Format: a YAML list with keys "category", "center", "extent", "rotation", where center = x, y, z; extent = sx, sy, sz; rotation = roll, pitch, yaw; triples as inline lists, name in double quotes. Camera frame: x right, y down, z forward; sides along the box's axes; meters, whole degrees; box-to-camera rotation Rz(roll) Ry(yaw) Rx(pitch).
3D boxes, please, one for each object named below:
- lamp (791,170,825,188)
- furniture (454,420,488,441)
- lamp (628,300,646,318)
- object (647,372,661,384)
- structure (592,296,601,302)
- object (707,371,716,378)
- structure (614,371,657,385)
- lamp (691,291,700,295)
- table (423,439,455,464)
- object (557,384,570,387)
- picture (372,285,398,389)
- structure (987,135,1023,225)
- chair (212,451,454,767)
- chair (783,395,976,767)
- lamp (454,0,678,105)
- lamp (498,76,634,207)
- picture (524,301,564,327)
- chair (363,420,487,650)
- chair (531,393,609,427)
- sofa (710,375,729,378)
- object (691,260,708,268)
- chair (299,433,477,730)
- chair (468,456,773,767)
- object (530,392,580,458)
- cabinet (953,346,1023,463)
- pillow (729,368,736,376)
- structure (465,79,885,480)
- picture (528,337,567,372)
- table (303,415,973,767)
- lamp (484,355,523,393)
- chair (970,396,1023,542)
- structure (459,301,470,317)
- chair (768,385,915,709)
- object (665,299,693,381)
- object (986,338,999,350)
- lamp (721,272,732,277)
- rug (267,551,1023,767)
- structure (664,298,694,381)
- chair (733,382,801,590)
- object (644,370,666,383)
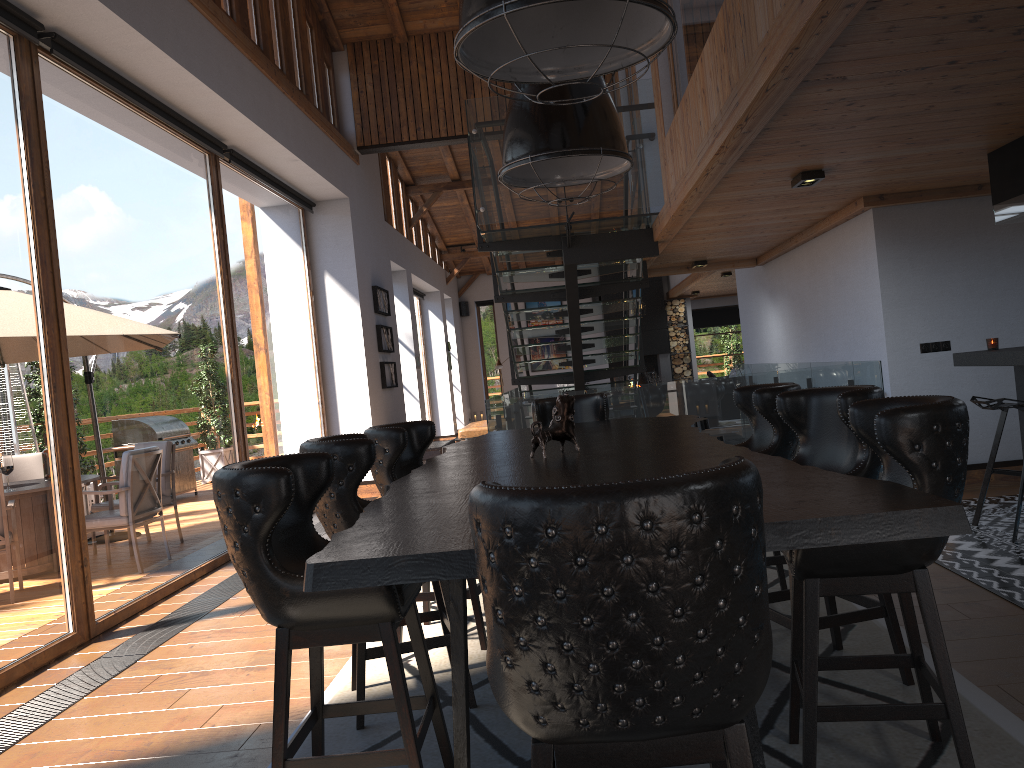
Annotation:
- category: "lamp"
  center: [1.942, -1.353, 5.825]
  extent: [0.155, 0.068, 0.261]
  rotation: [-6, 1, 3]
- category: "furniture"
  center: [-0.377, 0.922, 16.539]
  extent: [1.174, 0.436, 2.763]
  rotation: [-6, 1, 3]
- category: "lamp"
  center: [2.397, -2.393, 17.872]
  extent: [0.262, 2.201, 0.800]
  rotation: [-6, 0, -6]
- category: "object"
  center: [3.232, 0.233, 19.964]
  extent: [0.311, 1.017, 0.304]
  rotation: [-6, 0, -42]
- category: "structure"
  center: [1.960, -2.069, 20.688]
  extent: [0.213, 0.349, 0.214]
  rotation: [-6, 0, 3]
- category: "object"
  center: [4.364, -0.132, 19.340]
  extent: [0.147, 0.319, 0.251]
  rotation: [-6, 0, 44]
- category: "structure"
  center: [2.849, 0.014, 20.352]
  extent: [0.981, 0.514, 0.183]
  rotation: [-6, 0, 2]
- category: "lamp"
  center: [4.052, -2.018, 19.580]
  extent: [0.155, 0.068, 0.261]
  rotation: [-6, 1, 3]
- category: "table"
  center: [-1.134, 1.036, 11.623]
  extent: [0.683, 0.470, 1.256]
  rotation: [-6, 1, 3]
- category: "object"
  center: [1.202, 0.146, 20.462]
  extent: [0.262, 0.532, 0.422]
  rotation: [-6, 0, -28]
- category: "picture"
  center: [-1.658, -0.600, 11.612]
  extent: [0.059, 1.312, 0.775]
  rotation: [-6, 0, 4]
- category: "structure"
  center: [3.358, -1.275, 4.112]
  extent: [0.710, 0.476, 3.254]
  rotation: [-6, 1, 4]
- category: "chair"
  center: [-0.513, 0.750, 2.560]
  extent: [0.568, 1.092, 0.504]
  rotation: [-6, 0, 2]
- category: "chair"
  center: [1.051, 0.601, 2.554]
  extent: [0.565, 1.092, 0.506]
  rotation: [-6, 0, 12]
- category: "lamp"
  center: [-0.074, -3.135, 2.470]
  extent: [0.629, 4.685, 0.613]
  rotation: [-6, 0, -42]
- category: "lamp"
  center: [0.024, -3.162, 4.061]
  extent: [0.629, 4.685, 0.613]
  rotation: [-6, 0, -42]
- category: "picture"
  center: [0.750, -1.714, 20.813]
  extent: [0.878, 0.816, 0.036]
  rotation: [-6, 0, 2]
- category: "chair"
  center: [-0.388, 0.728, 4.341]
  extent: [0.565, 1.092, 0.506]
  rotation: [-6, 0, 12]
- category: "chair"
  center: [0.419, 0.623, 5.611]
  extent: [0.504, 1.092, 0.568]
  rotation: [-6, 0, 2]
- category: "sofa"
  center: [4.549, 0.208, 17.792]
  extent: [1.238, 0.838, 2.568]
  rotation: [-6, 1, 3]
- category: "object"
  center: [2.232, -1.433, 10.564]
  extent: [0.155, 0.068, 0.261]
  rotation: [-6, 1, 3]
- category: "chair"
  center: [-0.503, 0.739, 3.524]
  extent: [0.571, 1.092, 0.501]
  rotation: [-6, 0, -13]
- category: "chair"
  center: [0.226, 0.686, 1.584]
  extent: [0.504, 1.092, 0.568]
  rotation: [-6, 0, 2]
- category: "object"
  center: [0.162, 0.167, 3.573]
  extent: [0.223, 0.253, 0.114]
  rotation: [-6, 0, -35]
- category: "cabinet"
  center: [3.498, 0.326, 3.925]
  extent: [0.888, 1.103, 4.807]
  rotation: [-6, 1, 4]
- category: "pillow"
  center: [4.596, -0.114, 18.273]
  extent: [0.282, 0.469, 0.530]
  rotation: [-6, 0, 6]
- category: "structure"
  center: [-1.182, 0.913, 9.017]
  extent: [9.200, 6.398, 11.039]
  rotation: [-6, 0, 3]
- category: "picture"
  center: [0.850, -0.725, 20.812]
  extent: [0.878, 0.816, 0.036]
  rotation: [-6, 0, 2]
- category: "table"
  center: [0.332, 0.745, 3.616]
  extent: [1.428, 0.949, 3.801]
  rotation: [-6, 1, 3]
- category: "lamp"
  center: [-0.148, 0.134, 19.704]
  extent: [0.522, 1.899, 1.334]
  rotation: [-6, 0, 24]
- category: "chair"
  center: [3.122, 0.479, 5.423]
  extent: [0.469, 0.839, 0.539]
  rotation: [-6, 0, 3]
- category: "structure"
  center: [-1.120, -1.759, 20.803]
  extent: [0.213, 0.349, 0.214]
  rotation: [-6, 0, 3]
- category: "chair"
  center: [1.165, 0.572, 3.370]
  extent: [0.571, 1.092, 0.501]
  rotation: [-6, 0, -13]
- category: "object"
  center: [3.861, -0.636, 20.453]
  extent: [0.493, 2.612, 0.467]
  rotation: [-6, 0, 3]
- category: "object"
  center: [3.326, -0.276, 6.132]
  extent: [0.078, 0.081, 0.080]
  rotation: [-6, 0, 38]
- category: "lamp"
  center: [3.817, -1.954, 15.786]
  extent: [0.155, 0.068, 0.261]
  rotation: [-6, 1, 3]
- category: "rug"
  center: [0.458, 1.186, 3.937]
  extent: [2.549, 0.047, 5.638]
  rotation: [-6, 1, 3]
- category: "structure"
  center: [3.866, -0.643, 20.444]
  extent: [0.501, 2.617, 0.512]
  rotation: [-6, 0, 3]
- category: "chair"
  center: [1.174, 0.560, 4.335]
  extent: [0.568, 1.092, 0.504]
  rotation: [-6, 0, 2]
- category: "object"
  center: [2.819, 0.045, 17.250]
  extent: [0.404, 0.808, 0.623]
  rotation: [-6, 0, 14]
